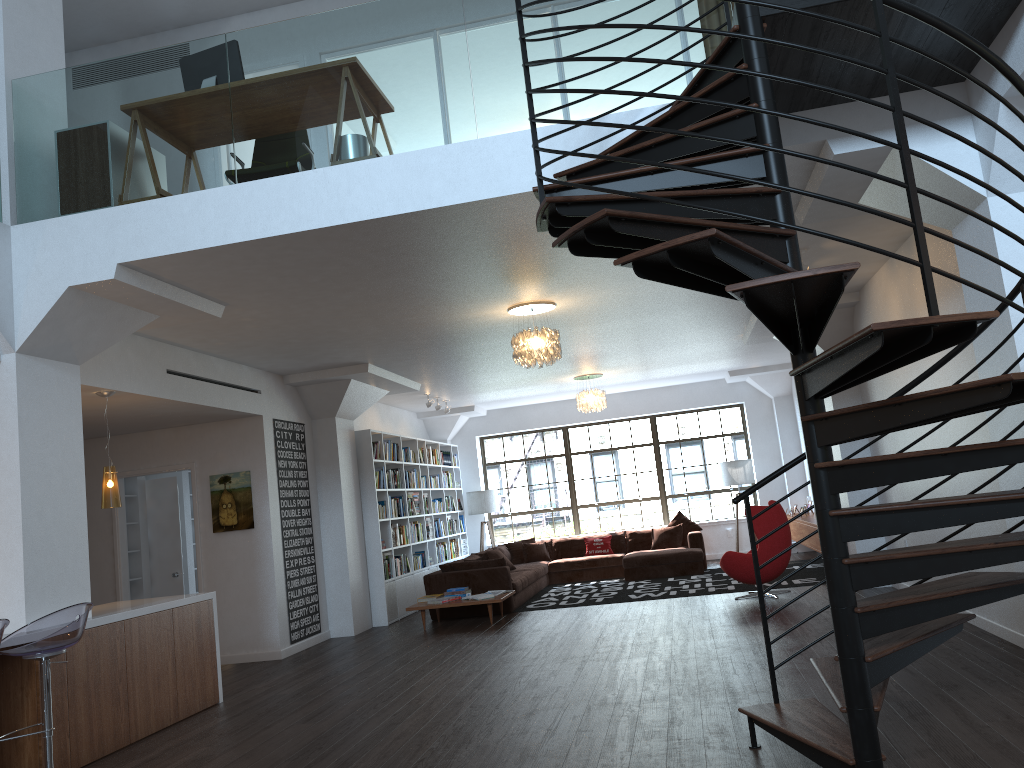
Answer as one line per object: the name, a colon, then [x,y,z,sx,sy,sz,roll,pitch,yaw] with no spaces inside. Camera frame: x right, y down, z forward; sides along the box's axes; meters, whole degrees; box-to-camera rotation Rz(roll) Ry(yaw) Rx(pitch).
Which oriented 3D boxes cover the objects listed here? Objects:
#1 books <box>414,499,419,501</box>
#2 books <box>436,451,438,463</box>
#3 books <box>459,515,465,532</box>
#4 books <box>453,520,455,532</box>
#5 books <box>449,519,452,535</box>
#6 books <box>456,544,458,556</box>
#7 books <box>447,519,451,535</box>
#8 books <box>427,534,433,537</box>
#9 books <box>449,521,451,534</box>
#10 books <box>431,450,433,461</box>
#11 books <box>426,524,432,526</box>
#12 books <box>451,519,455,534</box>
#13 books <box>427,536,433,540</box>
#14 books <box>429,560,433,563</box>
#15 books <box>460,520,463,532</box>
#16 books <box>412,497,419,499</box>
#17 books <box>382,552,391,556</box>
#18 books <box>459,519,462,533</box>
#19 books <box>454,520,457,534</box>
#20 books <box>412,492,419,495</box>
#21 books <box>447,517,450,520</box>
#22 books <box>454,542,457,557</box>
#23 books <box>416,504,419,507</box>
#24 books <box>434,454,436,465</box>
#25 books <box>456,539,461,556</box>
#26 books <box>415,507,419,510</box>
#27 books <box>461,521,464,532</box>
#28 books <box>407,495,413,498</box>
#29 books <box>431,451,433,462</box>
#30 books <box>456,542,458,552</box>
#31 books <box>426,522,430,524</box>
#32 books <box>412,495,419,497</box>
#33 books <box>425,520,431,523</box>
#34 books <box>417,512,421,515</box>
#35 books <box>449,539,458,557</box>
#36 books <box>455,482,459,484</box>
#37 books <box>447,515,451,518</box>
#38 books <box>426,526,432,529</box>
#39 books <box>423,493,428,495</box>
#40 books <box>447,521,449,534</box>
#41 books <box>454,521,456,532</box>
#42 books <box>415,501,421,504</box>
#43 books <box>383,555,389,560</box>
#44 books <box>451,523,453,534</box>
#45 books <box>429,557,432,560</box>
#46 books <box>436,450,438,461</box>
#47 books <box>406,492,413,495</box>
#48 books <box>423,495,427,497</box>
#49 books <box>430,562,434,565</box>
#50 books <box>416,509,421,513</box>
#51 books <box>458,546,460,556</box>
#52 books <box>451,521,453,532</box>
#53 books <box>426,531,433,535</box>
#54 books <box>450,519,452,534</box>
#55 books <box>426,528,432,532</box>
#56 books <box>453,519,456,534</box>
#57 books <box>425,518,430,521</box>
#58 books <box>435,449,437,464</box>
books: [-1.459,1.689,12.864,0.161,0.033,0.223,-8,-8,10]
books: [-1.287,1.193,14.192,0.174,0.240,0.045,-8,-8,10]
books: [-0.913,2.415,15.293,0.176,0.290,0.053,-8,-8,10]
books: [-1.028,2.376,14.663,0.161,0.223,0.032,-8,-8,10]
books: [-1.086,2.335,14.418,0.183,0.253,0.039,-8,-8,10]
books: [-0.974,2.758,14.639,0.144,0.207,0.048,-8,-8,10]
books: [-1.095,2.320,14.314,0.174,0.251,0.051,-8,-8,10]
books: [-1.327,2.270,13.225,0.251,0.037,0.160,-9,-8,15]
books: [-1.076,2.342,14.380,0.161,0.223,0.030,-8,-8,10]
books: [-1.343,1.168,13.961,0.174,0.240,0.045,-8,-8,10]
books: [-1.331,2.116,13.253,0.223,0.032,0.161,-8,-8,10]
books: [-1.047,2.354,14.602,0.183,0.253,0.042,-8,-8,10]
books: [-1.321,2.307,13.217,0.246,0.038,0.171,-8,-8,10]
books: [-1.323,2.638,13.149,0.284,0.033,0.197,-6,-8,-5]
books: [-0.932,2.436,15.139,0.161,0.213,0.118,-8,-8,10]
books: [-1.472,1.665,12.894,0.223,0.027,0.161,-6,-8,-1]
books: [-1.660,2.150,11.161,0.223,0.027,0.161,-9,-8,19]
books: [-0.951,2.413,15.043,0.172,0.235,0.112,-8,-8,10]
books: [-1.005,2.393,14.819,0.168,0.228,0.139,-8,-8,10]
books: [-1.454,1.602,12.885,0.129,0.043,0.185,-10,-8,24]
books: [-1.123,2.186,14.342,0.223,0.031,0.161,-8,-8,10]
books: [-1.006,2.729,14.549,0.189,0.247,0.057,-8,-8,10]
books: [-1.452,1.766,12.852,0.168,0.045,0.231,-7,-8,5]
books: [-1.308,1.181,14.053,0.168,0.231,0.037,-8,-8,10]
books: [-0.962,2.739,14.816,0.176,0.290,0.053,-8,-8,10]
books: [-1.463,1.810,12.835,0.180,0.042,0.259,-8,-8,10]
books: [-0.928,2.444,15.189,0.161,0.213,0.146,-8,-8,10]
books: [-1.518,1.588,12.481,0.174,0.045,0.240,-8,-8,9]
books: [-1.331,1.169,13.922,0.161,0.223,0.026,-8,-8,10]
books: [-0.984,2.748,14.686,0.159,0.241,0.038,-8,-8,10]
books: [-1.314,2.083,13.239,0.161,0.026,0.223,-6,-8,-1]
books: [-1.456,1.636,12.885,0.144,0.024,0.208,-9,-8,15]
books: [-1.324,2.061,13.251,0.208,0.024,0.144,-9,-8,15]
books: [-1.426,1.885,12.826,0.171,0.039,0.246,-8,-8,10]
books: [-0.982,2.707,14.599,0.140,0.298,0.044,-8,-8,10]
books: [-1.056,1.718,15.211,0.174,0.032,0.254,1,-11,-45]
books: [-1.125,2.158,14.354,0.224,0.030,0.161,-9,-8,20]
books: [-1.335,2.150,13.243,0.253,0.040,0.183,-8,-8,10]
books: [-1.391,1.655,13.213,0.224,0.030,0.161,-9,-8,20]
books: [-1.102,2.330,14.272,0.161,0.223,0.030,-8,-8,10]
books: [-1.013,2.392,14.732,0.161,0.221,0.035,-8,-8,9]
books: [-1.450,1.723,12.852,0.183,0.042,0.253,-8,-8,10]
books: [-1.659,2.190,11.179,0.174,0.045,0.240,-6,-8,-1]
books: [-1.065,2.346,14.521,0.160,0.251,0.036,-8,-8,10]
books: [-1.331,2.606,13.157,0.254,0.032,0.174,-9,-8,15]
books: [-1.273,1.190,14.225,0.160,0.250,0.026,-8,-8,10]
books: [-1.519,1.548,12.463,0.223,0.027,0.161,-9,-8,19]
books: [-1.389,1.683,13.201,0.223,0.031,0.161,-8,-8,10]
books: [-1.320,2.671,13.144,0.284,0.035,0.197,-8,-8,10]
books: [-1.434,1.846,12.829,0.160,0.039,0.251,-9,-8,15]
books: [-0.963,2.767,14.771,0.161,0.223,0.027,-8,-8,10]
books: [-1.070,2.363,14.562,0.168,0.231,0.045,-8,-8,10]
books: [-1.331,2.236,13.255,0.259,0.040,0.180,-8,-8,10]
books: [-1.069,2.344,14.484,0.171,0.246,0.036,-8,-8,10]
books: [-1.325,2.190,13.245,0.231,0.044,0.168,-7,-8,5]
books: [-1.029,2.367,14.701,0.160,0.251,0.039,-8,-8,10]
books: [-1.332,2.029,13.249,0.185,0.041,0.129,-10,-8,24]
books: [-1.290,1.177,14.120,0.183,0.253,0.034,-8,-8,10]
